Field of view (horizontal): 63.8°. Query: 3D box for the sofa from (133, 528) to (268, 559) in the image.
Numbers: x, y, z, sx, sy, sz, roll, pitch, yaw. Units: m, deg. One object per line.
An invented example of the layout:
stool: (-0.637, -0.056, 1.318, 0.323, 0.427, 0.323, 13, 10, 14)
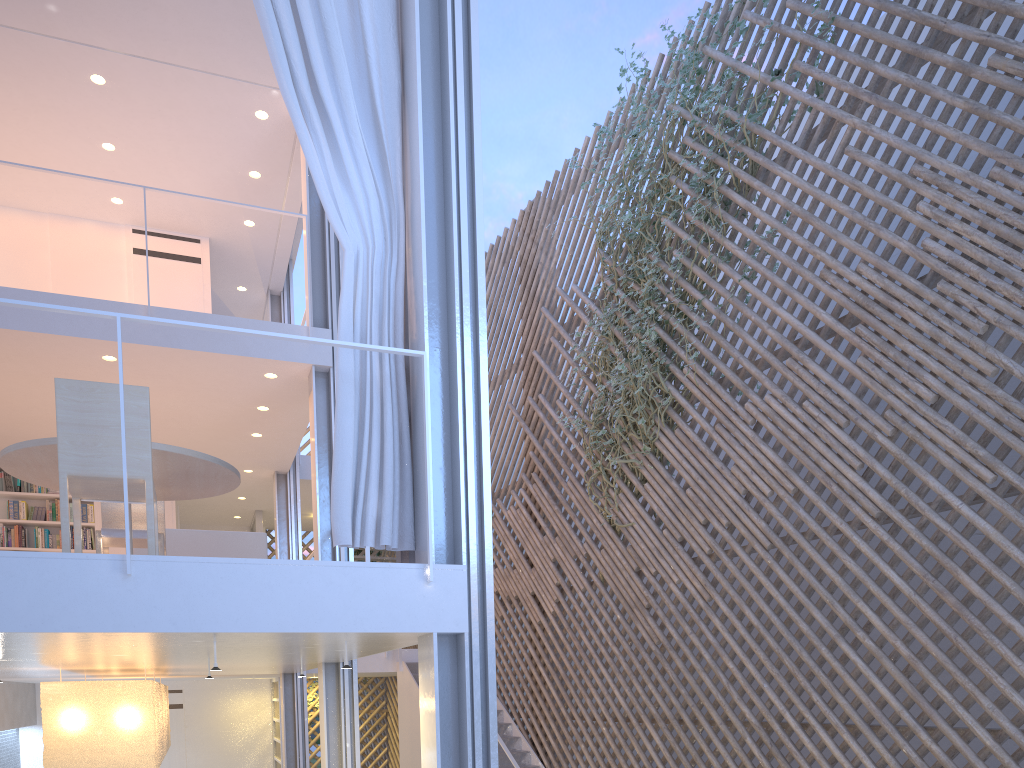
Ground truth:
sofa: (-1.389, 0.923, 3.683, 0.502, 0.346, 1.047, 3, -18, -20)

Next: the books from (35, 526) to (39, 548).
books: (-2.929, 0.957, 5.089, 0.015, 0.136, 0.092, -2, -5, -22)

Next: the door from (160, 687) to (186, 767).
door: (-2.594, 2.151, 4.276, 0.480, 1.101, 5.900, -1, -19, -9)

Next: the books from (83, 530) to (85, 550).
books: (-2.690, 0.990, 5.177, 0.005, 0.123, 0.099, -2, -6, -22)

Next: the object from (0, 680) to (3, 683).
object: (-1.755, 0.981, 2.808, 0.029, 0.076, 0.029, -1, -1, -10)

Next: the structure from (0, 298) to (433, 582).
structure: (-0.565, 0.471, 1.067, 1.368, 1.713, 1.509, 1, -8, -21)

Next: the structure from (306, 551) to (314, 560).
structure: (-1.132, 1.241, 4.676, 0.028, 0.521, 1.810, -2, -17, -22)

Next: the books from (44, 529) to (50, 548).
books: (-2.887, 0.972, 5.115, 0.021, 0.126, 0.072, -2, -4, -22)

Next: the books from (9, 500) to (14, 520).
books: (-2.532, 0.907, 3.417, 0.027, 1.534, 3.758, -2, -16, -18)

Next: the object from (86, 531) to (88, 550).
object: (-2.680, 0.996, 5.194, 0.006, 0.124, 0.074, -2, -4, -22)

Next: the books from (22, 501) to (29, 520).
books: (-2.526, 0.921, 3.409, 0.030, 1.568, 3.794, -2, -16, -16)

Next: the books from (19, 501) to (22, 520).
books: (-2.515, 0.901, 3.405, 0.036, 1.537, 3.802, -2, -16, -16)

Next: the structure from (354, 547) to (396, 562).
structure: (-1.098, 1.397, 6.939, 0.535, 1.810, 1.307, -1, -5, -27)

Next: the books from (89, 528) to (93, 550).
books: (-2.659, 0.988, 5.194, 0.011, 0.139, 0.089, -2, -4, -22)

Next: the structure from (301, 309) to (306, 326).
structure: (-1.167, -0.091, 4.634, 0.028, 0.521, 1.810, -2, -17, -22)

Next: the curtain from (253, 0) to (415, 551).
curtain: (-0.509, -0.770, 1.965, 0.514, 2.334, 0.098, -2, 2, -24)

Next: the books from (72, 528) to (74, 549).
books: (-2.743, 0.981, 5.165, 0.015, 0.137, 0.081, -2, -4, -22)

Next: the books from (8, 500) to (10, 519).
books: (-2.547, 0.912, 3.397, 0.040, 1.568, 3.766, -2, -16, -18)

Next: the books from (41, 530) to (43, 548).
books: (-2.904, 0.970, 5.098, 0.006, 0.116, 0.094, -2, -6, -22)

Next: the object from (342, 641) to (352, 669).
object: (-1.556, 1.326, 2.763, 1.683, 0.773, 1.956, 5, -18, -22)

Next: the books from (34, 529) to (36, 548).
books: (-2.938, 0.964, 5.082, 0.006, 0.118, 0.099, -2, -7, -22)

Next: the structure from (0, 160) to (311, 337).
structure: (-1.017, 0.133, 1.675, 1.730, 3.153, 3.857, 0, -11, -21)

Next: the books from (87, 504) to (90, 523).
books: (-2.353, 0.937, 3.472, 0.037, 1.563, 3.862, -2, -17, -10)

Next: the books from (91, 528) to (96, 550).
books: (-2.645, 0.990, 5.201, 0.020, 0.140, 0.087, -2, -4, -22)

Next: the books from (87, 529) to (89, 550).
books: (-2.668, 0.988, 5.189, 0.010, 0.135, 0.092, -2, -5, -22)

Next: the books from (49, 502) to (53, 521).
books: (-2.431, 0.908, 3.418, 0.123, 1.539, 3.862, -2, -17, -14)

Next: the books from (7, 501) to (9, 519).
books: (-2.561, 0.906, 3.391, 0.080, 1.544, 3.787, -2, -16, -18)

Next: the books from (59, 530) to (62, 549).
books: (-2.804, 0.980, 5.135, 0.021, 0.118, 0.096, -2, -6, -22)

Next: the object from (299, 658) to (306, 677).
object: (-0.810, 1.091, 3.171, 0.029, 0.076, 0.029, -1, -1, -10)

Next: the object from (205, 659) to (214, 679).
object: (-1.123, 1.055, 3.051, 0.029, 0.076, 0.029, -1, -1, -10)

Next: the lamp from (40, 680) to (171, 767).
lamp: (-2.198, 1.900, 4.632, 0.449, 0.397, 2.454, 2, -20, -20)

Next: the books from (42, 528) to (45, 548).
books: (-2.896, 0.966, 5.098, 0.007, 0.123, 0.100, -2, -6, -22)

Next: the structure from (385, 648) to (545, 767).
structure: (-0.450, 2.048, 5.084, 1.187, 1.872, 2.056, 1, -10, -28)

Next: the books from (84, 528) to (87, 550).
books: (-2.684, 0.984, 5.182, 0.009, 0.140, 0.093, -2, -5, -22)

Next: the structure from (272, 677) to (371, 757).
structure: (-1.715, 2.982, 7.574, 1.145, 1.926, 0.295, 0, 1, -21)

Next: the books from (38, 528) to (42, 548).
books: (-2.914, 0.964, 5.092, 0.015, 0.123, 0.099, -2, -6, -22)

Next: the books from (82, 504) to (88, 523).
books: (-2.361, 0.926, 3.480, 0.045, 1.530, 3.835, -2, -17, -11)

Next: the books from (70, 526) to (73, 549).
books: (-2.755, 0.974, 5.159, 0.011, 0.147, 0.085, -2, -3, -22)

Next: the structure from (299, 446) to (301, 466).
structure: (-0.925, 0.339, 5.805, 1.145, 0.547, 0.027, 5, -1, -21)

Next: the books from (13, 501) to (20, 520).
books: (-2.521, 0.913, 3.392, 0.039, 1.564, 3.822, -2, -16, -17)

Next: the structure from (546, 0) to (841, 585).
structure: (0.837, -0.405, 3.950, 0.740, 2.607, 2.462, -2, -8, -30)

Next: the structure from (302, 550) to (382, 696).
structure: (-1.571, 1.717, 8.510, 1.114, 4.337, 3.446, -2, -6, -24)

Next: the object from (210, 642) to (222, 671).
object: (-0.765, 0.701, 2.120, 0.029, 0.076, 0.029, -1, -1, -10)

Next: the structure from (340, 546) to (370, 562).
structure: (-0.466, 0.584, 2.947, 0.028, 0.521, 1.808, -2, -17, -22)

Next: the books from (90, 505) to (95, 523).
books: (-2.334, 0.930, 3.480, 0.038, 1.538, 3.861, -2, -17, -10)
